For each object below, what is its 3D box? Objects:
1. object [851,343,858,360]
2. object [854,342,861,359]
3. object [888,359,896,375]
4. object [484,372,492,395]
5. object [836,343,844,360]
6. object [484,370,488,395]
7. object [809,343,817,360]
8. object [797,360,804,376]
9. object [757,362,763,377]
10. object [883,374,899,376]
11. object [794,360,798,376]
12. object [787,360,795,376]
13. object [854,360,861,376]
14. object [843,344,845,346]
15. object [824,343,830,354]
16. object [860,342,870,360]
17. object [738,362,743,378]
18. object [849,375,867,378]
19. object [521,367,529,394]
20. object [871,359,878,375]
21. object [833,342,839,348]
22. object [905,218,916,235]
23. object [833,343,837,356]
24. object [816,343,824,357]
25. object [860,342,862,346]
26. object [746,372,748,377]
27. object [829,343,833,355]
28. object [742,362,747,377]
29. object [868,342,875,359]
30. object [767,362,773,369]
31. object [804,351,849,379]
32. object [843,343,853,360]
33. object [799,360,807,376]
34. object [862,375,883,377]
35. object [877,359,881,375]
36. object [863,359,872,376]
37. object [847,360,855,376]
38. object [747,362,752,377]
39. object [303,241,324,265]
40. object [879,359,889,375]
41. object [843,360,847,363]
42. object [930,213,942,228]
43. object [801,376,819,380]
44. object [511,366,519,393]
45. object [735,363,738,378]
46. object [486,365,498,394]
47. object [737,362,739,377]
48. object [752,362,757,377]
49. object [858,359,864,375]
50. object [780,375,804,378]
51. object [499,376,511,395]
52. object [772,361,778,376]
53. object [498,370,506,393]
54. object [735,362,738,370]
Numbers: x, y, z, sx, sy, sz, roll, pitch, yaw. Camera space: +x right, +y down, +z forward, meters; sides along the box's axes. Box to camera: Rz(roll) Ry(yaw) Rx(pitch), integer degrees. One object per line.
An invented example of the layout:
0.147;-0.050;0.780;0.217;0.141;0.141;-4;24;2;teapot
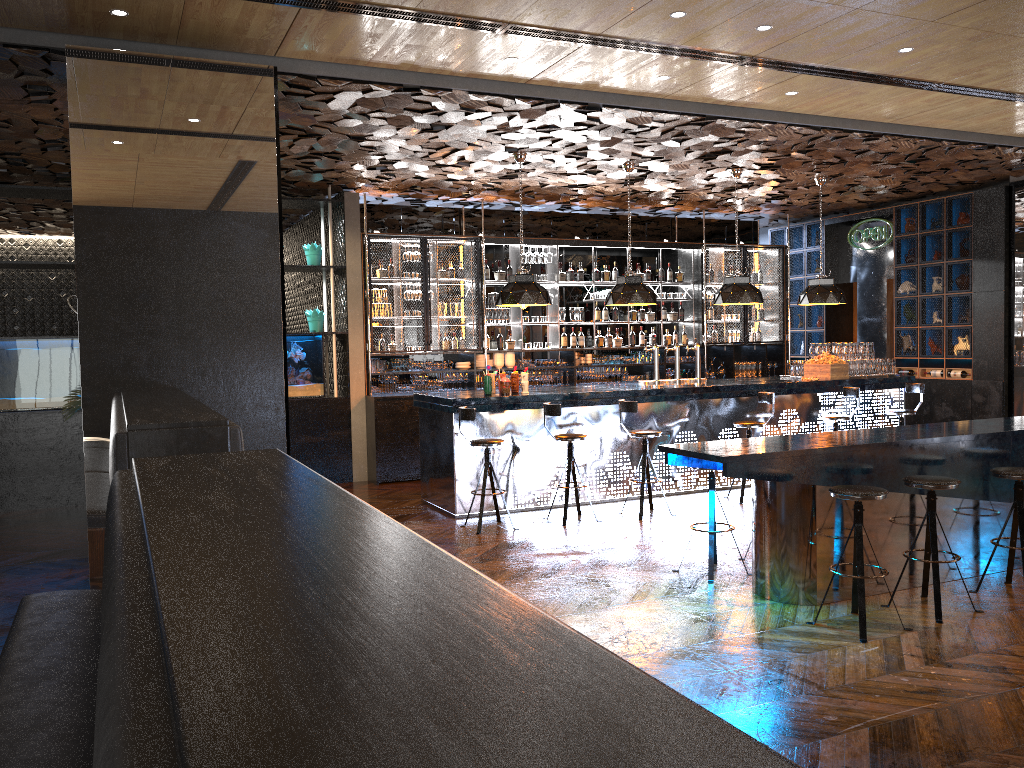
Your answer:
4.145;-0.398;10.769;0.105;0.209;0.105;-1;3;1;object
4.262;-0.409;10.954;0.105;0.209;0.105;-1;3;1;object
4.700;-0.210;10.993;0.105;0.209;0.105;1;4;41;object
-0.238;-0.006;8.801;0.086;0.237;0.084;-2;3;-5;object
4.008;-0.398;10.831;0.105;0.209;0.105;-1;3;1;object
-0.248;-0.018;8.955;0.078;0.246;0.084;-3;3;-26;object
3.814;-0.413;11.234;0.105;0.209;0.105;-1;3;1;object
3.629;-0.192;11.115;0.105;0.209;0.105;-1;3;1;object
3.819;-0.228;13.661;0.079;0.231;0.079;-3;3;-28;object
4.582;-0.116;11.081;0.273;0.019;0.437;-2;3;-24;object
3.624;-0.199;11.253;0.105;0.209;0.105;-1;3;1;object
3.522;-0.194;11.200;0.105;0.209;0.105;-1;3;1;object
4.171;-0.187;10.733;0.105;0.209;0.105;-1;3;1;object
4.108;-0.402;10.881;0.105;0.209;0.105;-1;3;1;object
3.951;-0.413;11.172;0.105;0.209;0.105;-1;3;1;object
4.318;-0.405;10.851;0.105;0.209;0.105;-1;3;1;object
3.477;-0.213;13.508;0.079;0.231;0.079;-3;3;-28;object
4.076;-0.093;10.831;0.273;0.019;0.437;-2;3;-24;object
0.128;-0.036;8.976;0.081;0.264;0.099;-1;3;-3;object
4.425;-0.199;10.856;0.105;0.209;0.105;-1;3;1;object
4.168;-0.429;11.408;0.105;0.209;0.105;-1;3;1;object
5.724;-2.246;12.610;0.253;0.249;0.126;1;3;36;object
4.124;-0.421;11.255;0.105;0.209;0.105;-1;3;1;object
3.870;-0.409;11.131;0.105;0.209;0.105;-1;3;1;object
4.362;-0.414;11.005;0.105;0.209;0.105;-1;3;1;object
3.645;-0.226;13.682;0.079;0.231;0.079;-2;3;-23;object
4.068;-0.424;11.357;0.105;0.209;0.105;-1;3;1;object
3.552;-0.217;13.544;0.079;0.231;0.079;1;4;42;object
4.400;-0.409;10.892;0.105;0.209;0.105;-1;3;1;object
3.977;-0.232;13.723;0.101;0.227;0.101;1;4;43;object
3.799;-0.232;10.684;0.340;0.332;0.464;-2;3;-21;object
4.064;-0.394;10.728;0.105;0.209;0.105;-1;3;1;object
3.619;-0.186;10.992;0.105;0.209;0.105;1;4;41;object
4.330;-0.105;10.954;0.273;0.019;0.437;-2;3;-24;object
4.606;-0.212;11.083;0.105;0.209;0.105;-1;3;1;object
4.329;-0.194;10.798;0.105;0.209;0.105;-1;3;1;object
4.075;-0.182;10.675;0.105;0.209;0.105;-1;3;1;object
3.642;-0.221;13.583;0.079;0.231;0.079;-1;3;3;object
-2.456;-1.599;10.938;0.265;0.325;0.245;-3;3;-30;object
4.596;-0.206;10.960;0.105;0.209;0.105;1;4;41;object
4.039;-0.187;10.785;0.105;0.209;0.105;-1;3;1;object
5.906;-2.271;12.230;0.152;0.332;0.289;-3;3;-32;object
3.522;-0.063;10.461;0.198;0.045;0.377;-1;3;14;object
0.028;-0.045;9.071;0.080;0.277;0.091;-1;3;8;object
3.384;-0.209;13.465;0.079;0.231;0.079;-1;3;12;object
-0.202;-0.050;9.064;0.116;0.298;0.105;-1;3;7;object
3.479;-0.223;13.707;0.079;0.231;0.079;-1;3;8;object
3.727;-0.224;13.617;0.079;0.231;0.079;-1;3;12;object
4.293;-0.199;10.908;0.105;0.209;0.105;-1;3;1;object
3.604;-0.096;11.113;0.273;0.019;0.437;-2;3;-24;object
-0.071;0.009;8.874;0.110;0.191;0.131;-2;3;-12;object
4.091;-0.239;13.818;0.101;0.227;0.101;1;4;43;object
-0.097;-0.035;9.141;0.080;0.254;0.091;-2;3;-22;object
3.413;-0.215;13.577;0.079;0.231;0.079;-4;4;-44;object
